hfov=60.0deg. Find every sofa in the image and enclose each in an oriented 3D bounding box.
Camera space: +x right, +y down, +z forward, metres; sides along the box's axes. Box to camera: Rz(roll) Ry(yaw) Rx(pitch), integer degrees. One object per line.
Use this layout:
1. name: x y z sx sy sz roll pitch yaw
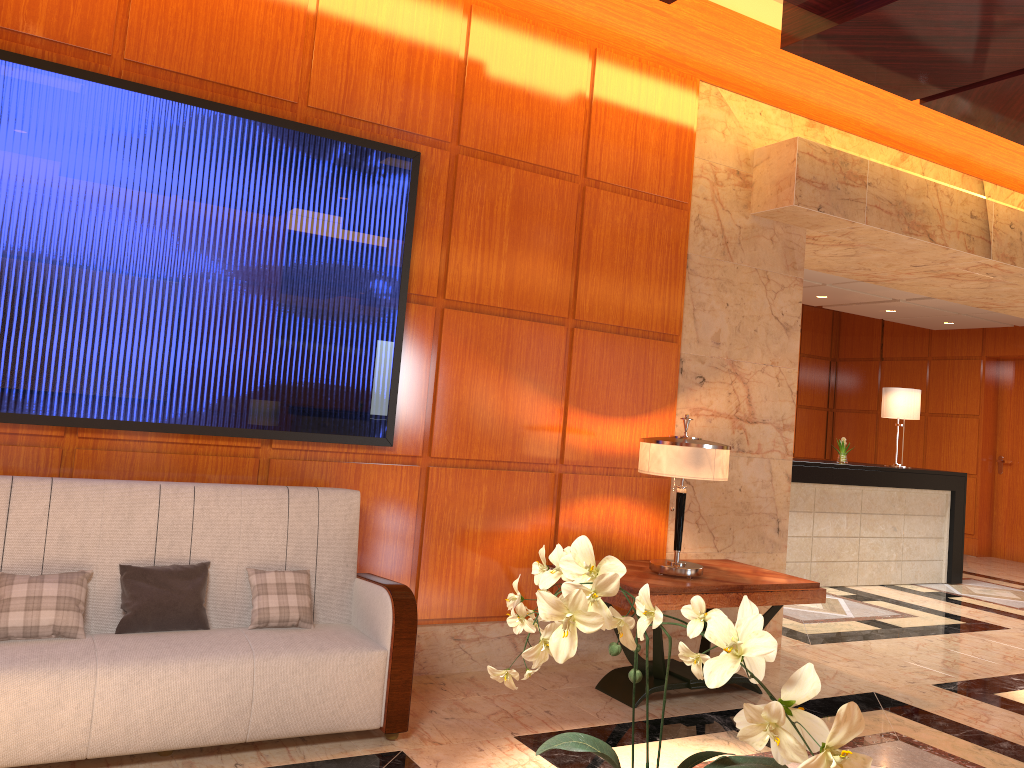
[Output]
1. sofa: -1.297 0.867 3.374 1.795 0.935 0.612 6 -4 -30

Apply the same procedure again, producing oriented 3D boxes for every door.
1. door: 6.773 0.986 11.445 0.340 2.704 1.285 7 -5 -30

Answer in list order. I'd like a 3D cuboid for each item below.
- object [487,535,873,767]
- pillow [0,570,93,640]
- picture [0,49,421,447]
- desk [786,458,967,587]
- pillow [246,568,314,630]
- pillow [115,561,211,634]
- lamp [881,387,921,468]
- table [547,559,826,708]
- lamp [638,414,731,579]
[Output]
1. object: 0.266 0.606 1.579 0.789 0.619 0.416 3 -4 37
2. pillow: -1.705 0.795 3.184 0.343 0.227 0.195 6 -4 -25
3. picture: -1.382 -0.513 3.845 1.992 1.456 0.056 7 -5 -30
4. desk: 3.210 1.357 8.873 2.919 1.144 0.941 6 -4 -30
5. pillow: -0.945 0.882 3.620 0.273 0.230 0.202 7 -4 -28
6. pillow: -1.345 0.826 3.427 0.357 0.253 0.160 7 -4 -33
7. lamp: 4.081 0.462 9.324 0.372 0.822 0.371 5 -4 -5
8. table: 0.879 1.273 4.561 1.267 0.608 0.725 6 -3 -30
9. lamp: 0.859 0.556 4.489 0.458 0.812 0.458 6 -4 -21
